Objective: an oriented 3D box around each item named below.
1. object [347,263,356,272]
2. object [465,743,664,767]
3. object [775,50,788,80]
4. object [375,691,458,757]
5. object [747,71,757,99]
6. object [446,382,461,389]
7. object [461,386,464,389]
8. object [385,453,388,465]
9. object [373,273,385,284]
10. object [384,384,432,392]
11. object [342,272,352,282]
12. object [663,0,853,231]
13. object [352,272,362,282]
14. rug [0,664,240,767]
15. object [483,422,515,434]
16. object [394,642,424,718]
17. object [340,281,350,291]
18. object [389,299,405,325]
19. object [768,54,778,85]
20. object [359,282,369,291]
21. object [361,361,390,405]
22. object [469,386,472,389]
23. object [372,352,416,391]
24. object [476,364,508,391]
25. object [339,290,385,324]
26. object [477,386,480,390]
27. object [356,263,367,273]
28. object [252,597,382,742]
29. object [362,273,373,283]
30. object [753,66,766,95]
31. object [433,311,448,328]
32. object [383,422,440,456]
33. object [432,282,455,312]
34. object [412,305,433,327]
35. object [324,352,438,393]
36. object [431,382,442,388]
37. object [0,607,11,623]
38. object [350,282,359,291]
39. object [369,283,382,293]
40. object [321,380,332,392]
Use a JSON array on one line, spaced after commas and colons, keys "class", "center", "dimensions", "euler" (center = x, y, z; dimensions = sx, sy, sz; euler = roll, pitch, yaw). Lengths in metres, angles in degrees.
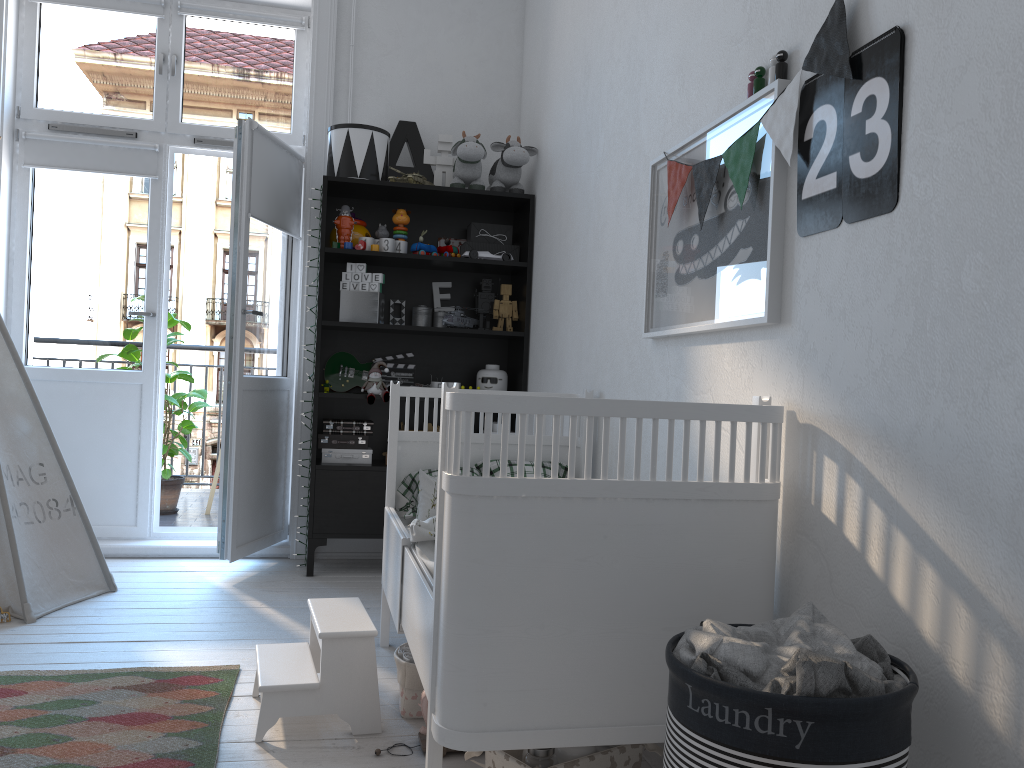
[{"class": "object", "center": [-0.689, -0.498, 3.811], "dimensions": [0.040, 0.040, 0.040], "euler": [2, 0, -7]}, {"class": "object", "center": [0.107, 0.758, 1.778], "dimensions": [0.360, 0.163, 0.242], "euler": [3, 0, -37]}, {"class": "object", "center": [0.548, -0.646, 1.802], "dimensions": [0.025, 0.064, 0.025], "euler": [2, 0, -19]}, {"class": "object", "center": [-0.183, 0.753, 2.017], "dimensions": [0.254, 0.151, 0.125], "euler": [3, 0, -13]}, {"class": "object", "center": [0.524, -0.646, 1.922], "dimensions": [0.025, 0.064, 0.025], "euler": [2, 0, -17]}, {"class": "object", "center": [-0.262, 0.027, 3.933], "dimensions": [0.067, 0.067, 0.067], "euler": [2, 0, 2]}, {"class": "object", "center": [-0.216, 0.035, 3.889], "dimensions": [0.031, 0.054, 0.042], "euler": [3, 0, 38]}, {"class": "object", "center": [-0.525, 0.328, 3.870], "dimensions": [0.050, 0.050, 0.050], "euler": [2, 0, -12]}, {"class": "object", "center": [-0.572, -0.452, 3.806], "dimensions": [0.040, 0.040, 0.040], "euler": [2, 0, 13]}, {"class": "object", "center": [-0.445, 0.029, 3.901], "dimensions": [0.230, 0.048, 0.098], "euler": [2, 0, 13]}, {"class": "object", "center": [-0.707, -0.458, 3.812], "dimensions": [0.040, 0.040, 0.040], "euler": [2, 0, -2]}, {"class": "object", "center": [0.504, -0.567, 1.970], "dimensions": [0.058, 0.415, 0.904], "euler": [2, 0, -13]}, {"class": "object", "center": [-0.662, -0.456, 3.810], "dimensions": [0.040, 0.040, 0.040], "euler": [2, 0, 8]}, {"class": "rug", "center": [-1.191, 0.775, 1.386], "dimensions": [1.320, 0.016, 2.028], "euler": [3, 0, -12]}, {"class": "object", "center": [-0.064, 0.274, 4.018], "dimensions": [0.132, 0.199, 0.267], "euler": [2, 0, -12]}, {"class": "object", "center": [-0.199, 0.755, 2.291], "dimensions": [0.215, 0.148, 0.240], "euler": [2, 0, -6]}, {"class": "object", "center": [-0.715, -0.418, 3.812], "dimensions": [0.040, 0.040, 0.040], "euler": [2, 0, 3]}, {"class": "object", "center": [-0.525, -0.320, 4.067], "dimensions": [0.070, 0.134, 0.028], "euler": [2, 0, -13]}, {"class": "object", "center": [0.542, -0.646, 1.826], "dimensions": [0.025, 0.064, 0.025], "euler": [2, 0, -17]}, {"class": "object", "center": [-0.632, -0.415, 3.808], "dimensions": [0.040, 0.040, 0.040], "euler": [2, 0, 3]}, {"class": "object", "center": [-0.571, -0.005, 3.753], "dimensions": [0.110, 0.186, 0.129], "euler": [2, 0, -25]}, {"class": "object", "center": [-0.186, 0.037, 3.950], "dimensions": [0.042, 0.054, 0.031], "euler": [2, 0, -12]}, {"class": "object", "center": [-0.539, -0.049, 4.032], "dimensions": [0.201, 0.199, 0.048], "euler": [2, 0, -12]}, {"class": "object", "center": [-0.091, -0.007, 4.023], "dimensions": [0.139, 0.162, 0.139], "euler": [2, 0, -38]}, {"class": "object", "center": [-0.650, -0.328, 3.845], "dimensions": [0.170, 0.138, 0.124], "euler": [2, 0, 3]}, {"class": "object", "center": [-0.150, 0.038, 3.928], "dimensions": [0.042, 0.054, 0.031], "euler": [3, 0, 33]}, {"class": "object", "center": [-0.647, -0.496, 3.809], "dimensions": [0.040, 0.040, 0.040], "euler": [2, 0, -2]}, {"class": "object", "center": [-0.485, 0.693, 2.197], "dimensions": [0.288, 0.245, 0.332], "euler": [2, 0, -17]}, {"class": "object", "center": [-0.617, -0.454, 3.808], "dimensions": [0.040, 0.040, 0.040], "euler": [2, 0, 18]}, {"class": "object", "center": [0.529, -0.646, 1.894], "dimensions": [0.025, 0.064, 0.025], "euler": [2, 0, -14]}, {"class": "object", "center": [-0.298, -0.290, 3.997], "dimensions": [0.078, 0.091, 0.246], "euler": [2, 0, -18]}, {"class": "object", "center": [-0.410, 0.268, 4.031], "dimensions": [0.337, 0.186, 0.111], "euler": [2, 0, 3]}, {"class": "object", "center": [-0.319, -0.402, 4.121], "dimensions": [0.107, 0.151, 0.055], "euler": [2, 0, -12]}, {"class": "object", "center": [-0.412, -0.303, 4.058], "dimensions": [0.095, 0.110, 0.095], "euler": [2, 0, -8]}, {"class": "object", "center": [-0.585, -0.019, 4.049], "dimensions": [0.542, 0.239, 0.093], "euler": [3, 0, -12]}, {"class": "object", "center": [-0.330, 0.024, 3.966], "dimensions": [0.067, 0.067, 0.067], "euler": [2, 0, 2]}, {"class": "object", "center": [-1.814, 0.619, 3.139], "dimensions": [0.385, 0.283, 0.856], "euler": [2, 0, -21]}, {"class": "object", "center": [-0.676, -0.417, 3.818], "dimensions": [0.040, 0.040, 0.040], "euler": [2, 0, -7]}, {"class": "object", "center": [-0.586, -0.413, 3.806], "dimensions": [0.040, 0.040, 0.040], "euler": [2, 0, 18]}, {"class": "object", "center": [-0.819, 0.009, 3.920], "dimensions": [0.042, 0.054, 0.031], "euler": [2, 0, -2]}]
